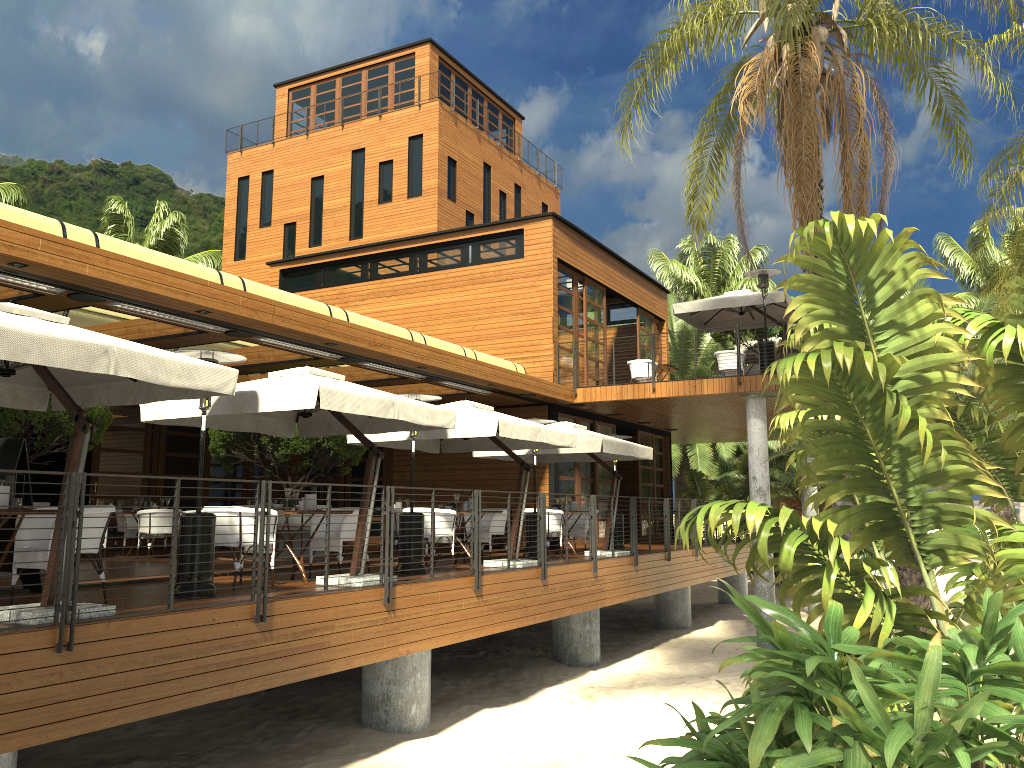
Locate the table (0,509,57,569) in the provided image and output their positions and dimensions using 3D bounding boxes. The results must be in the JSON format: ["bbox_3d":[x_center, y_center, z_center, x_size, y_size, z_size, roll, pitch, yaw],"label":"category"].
[{"bbox_3d":[-3.936,1.298,6.480,0.931,0.751,0.929,-5,-10,28],"label":"table"}]

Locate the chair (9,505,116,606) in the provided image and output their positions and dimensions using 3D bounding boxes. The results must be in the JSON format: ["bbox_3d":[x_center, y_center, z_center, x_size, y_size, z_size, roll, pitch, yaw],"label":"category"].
[{"bbox_3d":[-3.587,1.374,7.138,0.627,0.790,0.615,-5,-10,29],"label":"chair"}]

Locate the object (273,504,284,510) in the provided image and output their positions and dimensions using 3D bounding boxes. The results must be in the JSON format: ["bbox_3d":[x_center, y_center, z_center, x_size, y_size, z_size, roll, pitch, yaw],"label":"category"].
[{"bbox_3d":[-2.468,1.303,9.361,0.116,0.065,0.116,-4,-10,26],"label":"object"}]

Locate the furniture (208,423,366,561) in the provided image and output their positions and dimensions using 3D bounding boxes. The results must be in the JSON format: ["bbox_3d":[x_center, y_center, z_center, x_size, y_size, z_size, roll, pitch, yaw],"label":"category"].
[{"bbox_3d":[-3.786,1.552,14.946,2.615,2.731,2.687,-3,-9,18],"label":"furniture"}]

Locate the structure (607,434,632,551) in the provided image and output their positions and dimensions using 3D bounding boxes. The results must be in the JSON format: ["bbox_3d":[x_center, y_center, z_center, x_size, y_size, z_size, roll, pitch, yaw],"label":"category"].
[{"bbox_3d":[1.933,2.037,16.660,0.699,2.199,0.697,-3,-10,16],"label":"structure"}]

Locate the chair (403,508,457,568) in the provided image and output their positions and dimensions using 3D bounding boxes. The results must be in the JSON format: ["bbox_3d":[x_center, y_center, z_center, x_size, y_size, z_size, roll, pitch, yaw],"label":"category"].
[{"bbox_3d":[-1.115,2.043,11.757,0.627,0.790,0.615,-5,-10,29],"label":"chair"}]

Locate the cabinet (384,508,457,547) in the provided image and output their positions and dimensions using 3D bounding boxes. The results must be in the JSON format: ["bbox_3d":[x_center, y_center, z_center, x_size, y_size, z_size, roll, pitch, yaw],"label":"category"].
[{"bbox_3d":[-1.977,3.097,19.145,1.610,0.840,0.556,-5,-10,28],"label":"cabinet"}]

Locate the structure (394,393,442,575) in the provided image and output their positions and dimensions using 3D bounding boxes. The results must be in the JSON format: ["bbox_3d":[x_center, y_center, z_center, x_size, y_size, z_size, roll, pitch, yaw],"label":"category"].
[{"bbox_3d":[-1.218,1.195,10.839,0.699,2.199,0.697,-3,-10,16],"label":"structure"}]

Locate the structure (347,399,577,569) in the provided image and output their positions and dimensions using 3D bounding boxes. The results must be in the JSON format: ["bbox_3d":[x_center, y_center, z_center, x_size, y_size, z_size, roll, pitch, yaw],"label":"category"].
[{"bbox_3d":[-0.659,1.370,12.499,2.412,2.340,2.408,-5,-10,28],"label":"structure"}]

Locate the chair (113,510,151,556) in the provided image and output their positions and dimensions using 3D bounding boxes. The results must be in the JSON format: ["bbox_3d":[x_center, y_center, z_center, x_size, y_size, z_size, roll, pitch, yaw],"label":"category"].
[{"bbox_3d":[-6.658,2.603,15.562,0.626,0.790,0.615,8,-12,-40],"label":"chair"}]

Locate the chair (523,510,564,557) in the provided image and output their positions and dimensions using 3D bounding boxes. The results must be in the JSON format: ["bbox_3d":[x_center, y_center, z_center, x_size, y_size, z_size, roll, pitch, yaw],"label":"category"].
[{"bbox_3d":[0.495,2.473,14.731,0.627,0.790,0.615,-5,-10,29],"label":"chair"}]

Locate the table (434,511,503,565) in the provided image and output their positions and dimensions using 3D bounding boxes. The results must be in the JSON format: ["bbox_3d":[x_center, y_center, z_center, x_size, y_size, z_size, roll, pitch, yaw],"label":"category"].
[{"bbox_3d":[-0.745,2.150,12.375,0.931,0.751,0.929,-5,-10,28],"label":"table"}]

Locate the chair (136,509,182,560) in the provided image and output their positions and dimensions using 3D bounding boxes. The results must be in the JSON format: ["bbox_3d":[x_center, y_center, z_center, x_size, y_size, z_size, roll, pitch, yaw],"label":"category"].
[{"bbox_3d":[-5.668,2.410,14.242,0.626,0.790,0.615,8,-12,-40],"label":"chair"}]

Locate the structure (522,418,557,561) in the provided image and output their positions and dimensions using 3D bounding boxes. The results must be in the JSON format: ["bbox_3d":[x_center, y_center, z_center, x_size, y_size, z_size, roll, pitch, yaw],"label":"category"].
[{"bbox_3d":[0.356,1.615,13.746,0.699,2.199,0.697,-3,-10,16],"label":"structure"}]

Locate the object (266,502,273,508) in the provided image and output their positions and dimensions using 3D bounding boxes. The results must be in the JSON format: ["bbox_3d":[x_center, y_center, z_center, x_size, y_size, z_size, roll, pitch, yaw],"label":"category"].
[{"bbox_3d":[-2.574,1.297,9.400,0.086,0.086,0.086,-6,-10,32],"label":"object"}]

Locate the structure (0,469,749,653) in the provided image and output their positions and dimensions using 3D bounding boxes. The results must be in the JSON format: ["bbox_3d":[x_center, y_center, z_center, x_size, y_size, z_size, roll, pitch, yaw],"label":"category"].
[{"bbox_3d":[0.779,2.158,12.715,0.163,1.157,26.207,-5,-10,28],"label":"structure"}]

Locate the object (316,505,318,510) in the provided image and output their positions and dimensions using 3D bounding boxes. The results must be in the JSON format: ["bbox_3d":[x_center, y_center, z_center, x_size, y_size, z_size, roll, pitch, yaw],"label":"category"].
[{"bbox_3d":[-2.158,1.333,9.648,0.086,0.086,0.086,-6,-10,32],"label":"object"}]

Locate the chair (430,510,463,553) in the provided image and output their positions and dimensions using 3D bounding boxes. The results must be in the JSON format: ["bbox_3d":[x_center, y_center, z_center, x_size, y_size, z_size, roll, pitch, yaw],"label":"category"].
[{"bbox_3d":[-1.198,2.753,16.643,0.616,0.790,0.626,2,-9,-16],"label":"chair"}]

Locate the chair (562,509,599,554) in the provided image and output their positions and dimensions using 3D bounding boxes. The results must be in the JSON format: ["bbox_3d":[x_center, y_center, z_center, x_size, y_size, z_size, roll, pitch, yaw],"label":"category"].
[{"bbox_3d":[1.249,2.667,16.072,0.627,0.790,0.615,-5,-10,29],"label":"chair"}]

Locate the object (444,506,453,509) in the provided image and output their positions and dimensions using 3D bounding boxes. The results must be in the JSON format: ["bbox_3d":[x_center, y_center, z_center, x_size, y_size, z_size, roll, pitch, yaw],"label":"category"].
[{"bbox_3d":[-0.881,1.727,12.294,0.116,0.065,0.116,-4,-10,26],"label":"object"}]

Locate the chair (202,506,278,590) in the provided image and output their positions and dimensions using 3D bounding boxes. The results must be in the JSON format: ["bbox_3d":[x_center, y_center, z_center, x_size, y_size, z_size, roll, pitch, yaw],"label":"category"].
[{"bbox_3d":[-2.725,1.612,8.783,0.627,0.790,0.615,-5,-10,29],"label":"chair"}]

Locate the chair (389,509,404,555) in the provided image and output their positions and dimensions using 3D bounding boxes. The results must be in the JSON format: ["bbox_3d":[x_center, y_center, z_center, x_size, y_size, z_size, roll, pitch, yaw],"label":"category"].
[{"bbox_3d":[-1.871,2.615,15.687,0.627,0.790,0.615,2,-9,-16],"label":"chair"}]

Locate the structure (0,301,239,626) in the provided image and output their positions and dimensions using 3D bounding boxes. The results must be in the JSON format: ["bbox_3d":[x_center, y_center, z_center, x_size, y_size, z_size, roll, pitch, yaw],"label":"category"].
[{"bbox_3d":[-3.841,0.520,6.620,2.412,2.340,2.408,-5,-10,28],"label":"structure"}]

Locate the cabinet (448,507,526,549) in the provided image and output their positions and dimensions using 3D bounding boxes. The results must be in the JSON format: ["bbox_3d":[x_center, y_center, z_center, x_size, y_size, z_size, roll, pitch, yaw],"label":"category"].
[{"bbox_3d":[-0.546,2.986,18.390,1.610,0.840,0.556,-5,-10,28],"label":"cabinet"}]

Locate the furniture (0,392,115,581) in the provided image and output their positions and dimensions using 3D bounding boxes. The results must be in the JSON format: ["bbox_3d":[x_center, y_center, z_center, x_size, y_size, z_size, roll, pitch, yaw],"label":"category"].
[{"bbox_3d":[-6.290,0.904,10.467,2.569,2.731,2.711,1,-9,-7],"label":"furniture"}]

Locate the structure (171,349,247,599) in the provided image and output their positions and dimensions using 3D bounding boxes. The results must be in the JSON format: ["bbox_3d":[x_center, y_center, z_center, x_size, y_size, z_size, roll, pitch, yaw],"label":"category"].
[{"bbox_3d":[-2.787,0.776,7.940,0.699,2.199,0.697,-3,-10,16],"label":"structure"}]

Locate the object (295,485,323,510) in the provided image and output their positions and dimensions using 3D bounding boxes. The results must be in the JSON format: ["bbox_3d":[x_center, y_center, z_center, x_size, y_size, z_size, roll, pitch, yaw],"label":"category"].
[{"bbox_3d":[-2.165,1.214,9.444,0.263,0.265,0.263,3,-9,-17],"label":"object"}]

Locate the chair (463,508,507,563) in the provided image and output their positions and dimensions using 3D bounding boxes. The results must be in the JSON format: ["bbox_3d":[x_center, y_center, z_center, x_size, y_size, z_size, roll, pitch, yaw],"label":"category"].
[{"bbox_3d":[-0.361,2.236,13.098,0.627,0.790,0.615,-5,-10,29],"label":"chair"}]

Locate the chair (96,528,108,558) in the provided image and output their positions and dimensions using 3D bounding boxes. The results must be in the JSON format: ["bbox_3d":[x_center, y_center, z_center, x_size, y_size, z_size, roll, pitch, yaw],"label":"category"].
[{"bbox_3d":[-6.913,2.420,14.298,0.616,0.790,0.626,8,-12,-40],"label":"chair"}]

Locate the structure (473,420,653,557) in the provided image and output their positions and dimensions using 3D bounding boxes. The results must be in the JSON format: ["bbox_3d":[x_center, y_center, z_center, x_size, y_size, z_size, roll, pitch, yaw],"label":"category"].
[{"bbox_3d":[0.932,1.796,15.439,2.412,2.340,2.408,-5,-10,28],"label":"structure"}]

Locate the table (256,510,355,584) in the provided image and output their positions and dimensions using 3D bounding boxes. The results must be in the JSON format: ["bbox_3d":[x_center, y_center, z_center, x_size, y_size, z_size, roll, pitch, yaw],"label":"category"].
[{"bbox_3d":[-2.341,1.724,9.427,0.931,0.751,0.929,-5,-10,28],"label":"table"}]

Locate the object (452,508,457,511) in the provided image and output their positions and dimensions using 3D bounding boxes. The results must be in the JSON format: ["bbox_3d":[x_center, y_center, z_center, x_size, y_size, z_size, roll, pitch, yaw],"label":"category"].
[{"bbox_3d":[-0.792,1.731,12.247,0.080,0.042,0.080,2,-9,-10],"label":"object"}]

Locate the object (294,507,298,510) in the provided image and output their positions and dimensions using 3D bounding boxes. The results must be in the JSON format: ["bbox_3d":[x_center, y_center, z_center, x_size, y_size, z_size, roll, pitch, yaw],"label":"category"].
[{"bbox_3d":[-2.352,1.367,9.722,0.080,0.042,0.080,2,-9,-10],"label":"object"}]

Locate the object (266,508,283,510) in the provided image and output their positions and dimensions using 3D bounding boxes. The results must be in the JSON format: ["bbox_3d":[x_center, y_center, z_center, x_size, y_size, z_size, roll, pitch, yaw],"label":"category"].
[{"bbox_3d":[-2.500,1.299,9.199,0.294,0.025,0.170,-4,-9,28],"label":"object"}]

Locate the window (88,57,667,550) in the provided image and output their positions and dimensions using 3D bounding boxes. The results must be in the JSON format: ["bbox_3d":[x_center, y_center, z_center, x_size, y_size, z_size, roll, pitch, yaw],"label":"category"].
[{"bbox_3d":[-3.326,-5.116,22.366,14.488,18.016,38.306,-1,-9,5],"label":"window"}]

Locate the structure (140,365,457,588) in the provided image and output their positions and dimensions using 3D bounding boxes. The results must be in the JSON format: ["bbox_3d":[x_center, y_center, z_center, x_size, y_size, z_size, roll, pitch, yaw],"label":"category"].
[{"bbox_3d":[-2.250,0.945,9.560,2.412,2.340,2.408,-5,-10,28],"label":"structure"}]

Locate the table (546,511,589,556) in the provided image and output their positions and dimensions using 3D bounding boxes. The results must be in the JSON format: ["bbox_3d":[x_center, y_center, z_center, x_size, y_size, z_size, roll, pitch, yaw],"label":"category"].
[{"bbox_3d":[0.855,2.578,15.330,0.931,0.751,0.929,-5,-10,28],"label":"table"}]

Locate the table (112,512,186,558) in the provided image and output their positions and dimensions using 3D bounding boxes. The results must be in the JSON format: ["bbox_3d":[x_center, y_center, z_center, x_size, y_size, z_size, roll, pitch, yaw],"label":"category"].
[{"bbox_3d":[-6.127,2.528,14.924,1.166,0.751,1.162,-1,-9,8],"label":"table"}]

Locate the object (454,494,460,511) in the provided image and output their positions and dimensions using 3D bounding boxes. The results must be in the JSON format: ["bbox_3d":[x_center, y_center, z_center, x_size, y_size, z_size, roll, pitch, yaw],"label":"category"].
[{"bbox_3d":[-0.756,1.627,12.193,0.082,0.227,0.082,-5,-10,29],"label":"object"}]

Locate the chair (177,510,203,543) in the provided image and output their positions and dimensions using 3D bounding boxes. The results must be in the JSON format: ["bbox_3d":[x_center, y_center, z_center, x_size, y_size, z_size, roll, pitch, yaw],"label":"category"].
[{"bbox_3d":[-5.467,2.577,15.389,0.616,0.790,0.626,8,-12,-40],"label":"chair"}]

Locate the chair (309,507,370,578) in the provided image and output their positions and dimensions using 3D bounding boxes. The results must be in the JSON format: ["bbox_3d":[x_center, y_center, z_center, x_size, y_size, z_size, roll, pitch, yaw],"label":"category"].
[{"bbox_3d":[-1.943,1.814,10.175,0.627,0.790,0.615,-5,-10,29],"label":"chair"}]

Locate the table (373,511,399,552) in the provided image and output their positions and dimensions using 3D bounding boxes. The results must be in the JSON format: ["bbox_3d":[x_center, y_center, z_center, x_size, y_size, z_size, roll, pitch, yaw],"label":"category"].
[{"bbox_3d":[-2.127,2.753,16.509,1.165,0.751,1.163,-6,-10,33],"label":"table"}]
